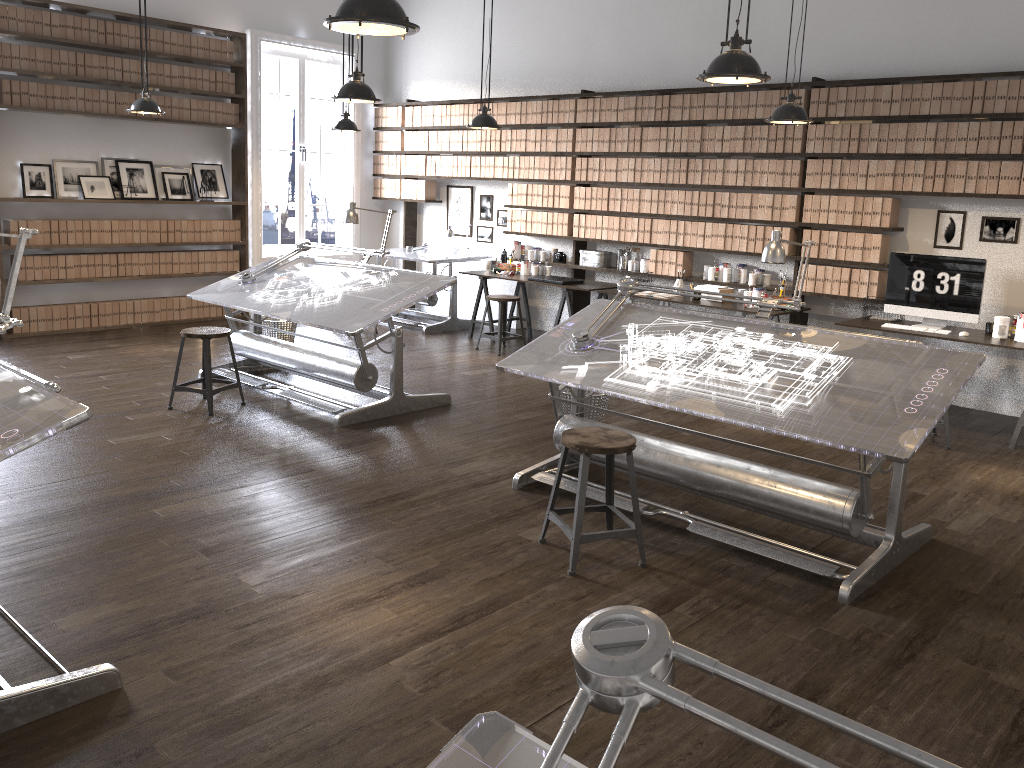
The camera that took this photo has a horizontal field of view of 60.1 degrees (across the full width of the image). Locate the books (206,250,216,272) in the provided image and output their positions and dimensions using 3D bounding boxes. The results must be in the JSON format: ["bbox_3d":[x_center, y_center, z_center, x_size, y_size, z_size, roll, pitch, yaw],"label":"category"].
[{"bbox_3d":[-3.250,-1.321,9.501,0.175,0.223,0.067,12,14,42],"label":"books"}]

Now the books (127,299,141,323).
[{"bbox_3d":[-3.832,-0.738,8.973,0.175,0.224,0.067,12,14,42],"label":"books"}]

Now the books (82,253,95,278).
[{"bbox_3d":[-4.111,-1.151,8.579,0.175,0.224,0.067,12,14,42],"label":"books"}]

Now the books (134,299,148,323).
[{"bbox_3d":[-3.784,-0.748,9.028,0.175,0.223,0.067,12,14,42],"label":"books"}]

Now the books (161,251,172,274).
[{"bbox_3d":[-3.579,-1.254,9.141,0.175,0.224,0.067,12,14,42],"label":"books"}]

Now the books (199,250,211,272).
[{"bbox_3d":[-3.292,-1.312,9.455,0.175,0.223,0.067,12,14,42],"label":"books"}]

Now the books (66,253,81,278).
[{"bbox_3d":[-4.201,-1.132,8.480,0.175,0.223,0.067,12,14,42],"label":"books"}]

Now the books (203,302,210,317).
[{"bbox_3d":[-3.325,-0.840,9.525,0.175,0.224,0.067,12,14,42],"label":"books"}]

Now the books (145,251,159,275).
[{"bbox_3d":[-3.677,-1.236,9.044,0.175,0.224,0.067,12,14,42],"label":"books"}]

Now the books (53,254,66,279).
[{"bbox_3d":[-4.291,-1.114,8.380,0.175,0.224,0.067,12,14,42],"label":"books"}]

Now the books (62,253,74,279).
[{"bbox_3d":[-4.243,-1.124,8.433,0.175,0.223,0.067,12,14,42],"label":"books"}]

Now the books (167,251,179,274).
[{"bbox_3d":[-3.530,-1.264,9.194,0.175,0.224,0.067,12,14,42],"label":"books"}]

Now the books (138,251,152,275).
[{"bbox_3d":[-3.725,-1.227,8.995,0.175,0.224,0.067,12,14,42],"label":"books"}]

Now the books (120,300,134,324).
[{"bbox_3d":[-3.884,-0.728,8.921,0.175,0.224,0.067,12,14,42],"label":"books"}]

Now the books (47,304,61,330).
[{"bbox_3d":[-4.359,-0.633,8.406,0.175,0.224,0.067,12,14,42],"label":"books"}]

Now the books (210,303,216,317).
[{"bbox_3d":[-3.274,-0.848,9.574,0.175,0.224,0.067,12,14,42],"label":"books"}]

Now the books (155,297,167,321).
[{"bbox_3d":[-3.652,-0.775,9.175,0.175,0.224,0.067,12,14,42],"label":"books"}]

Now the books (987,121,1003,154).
[{"bbox_3d":[3.391,-1.711,6.183,0.067,0.223,0.175,11,14,41],"label":"books"}]

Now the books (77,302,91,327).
[{"bbox_3d":[-4.173,-0.672,8.615,0.175,0.224,0.067,12,14,42],"label":"books"}]

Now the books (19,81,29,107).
[{"bbox_3d":[-4.401,-2.595,7.942,0.175,0.224,0.067,12,14,42],"label":"books"}]

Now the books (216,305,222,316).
[{"bbox_3d":[-3.229,-0.859,9.629,0.175,0.224,0.067,12,14,42],"label":"books"}]

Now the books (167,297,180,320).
[{"bbox_3d":[-3.553,-0.793,9.274,0.175,0.224,0.067,12,14,42],"label":"books"}]

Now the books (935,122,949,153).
[{"bbox_3d":[3.137,-1.773,6.415,0.067,0.224,0.175,11,14,41],"label":"books"}]

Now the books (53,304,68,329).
[{"bbox_3d":[-4.317,-0.643,8.460,0.175,0.224,0.067,12,14,42],"label":"books"}]

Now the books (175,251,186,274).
[{"bbox_3d":[-3.483,-1.274,9.249,0.175,0.224,0.067,12,14,42],"label":"books"}]

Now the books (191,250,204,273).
[{"bbox_3d":[-3.340,-1.302,9.400,0.175,0.224,0.067,12,14,42],"label":"books"}]

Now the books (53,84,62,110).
[{"bbox_3d":[-4.206,-2.631,8.141,0.175,0.224,0.067,12,14,42],"label":"books"}]

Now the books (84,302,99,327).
[{"bbox_3d":[-4.118,-0.681,8.666,0.175,0.224,0.067,12,14,42],"label":"books"}]

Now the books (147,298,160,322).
[{"bbox_3d":[-3.694,-0.765,9.120,0.175,0.224,0.067,12,14,42],"label":"books"}]

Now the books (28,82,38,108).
[{"bbox_3d":[-4.349,-2.603,7.990,0.175,0.224,0.067,12,14,42],"label":"books"}]

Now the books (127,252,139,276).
[{"bbox_3d":[-3.817,-1.207,8.886,0.175,0.224,0.067,12,14,42],"label":"books"}]

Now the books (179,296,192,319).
[{"bbox_3d":[-3.464,-0.812,9.374,0.175,0.223,0.067,12,14,42],"label":"books"}]

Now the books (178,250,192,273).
[{"bbox_3d":[-3.439,-1.284,9.302,0.175,0.224,0.067,12,14,42],"label":"books"}]

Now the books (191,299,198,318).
[{"bbox_3d":[-3.415,-0.820,9.420,0.175,0.224,0.067,12,14,42],"label":"books"}]

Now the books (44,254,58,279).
[{"bbox_3d":[-4.341,-1.105,8.331,0.175,0.224,0.067,12,14,42],"label":"books"}]

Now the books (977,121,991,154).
[{"bbox_3d":[3.342,-1.722,6.222,0.067,0.224,0.175,11,14,41],"label":"books"}]

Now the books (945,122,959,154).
[{"bbox_3d":[3.190,-1.761,6.370,0.067,0.224,0.175,11,14,41],"label":"books"}]

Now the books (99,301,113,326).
[{"bbox_3d":[-4.026,-0.700,8.770,0.175,0.223,0.067,12,14,42],"label":"books"}]

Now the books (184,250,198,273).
[{"bbox_3d":[-3.390,-1.293,9.352,0.175,0.224,0.067,12,14,42],"label":"books"}]

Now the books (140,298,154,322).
[{"bbox_3d":[-3.743,-0.757,9.074,0.175,0.223,0.067,12,14,42],"label":"books"}]

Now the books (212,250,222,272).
[{"bbox_3d":[-3.202,-1.329,9.547,0.175,0.224,0.067,12,14,42],"label":"books"}]

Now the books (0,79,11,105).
[{"bbox_3d":[-4.502,-2.574,7.833,0.175,0.223,0.067,12,14,42],"label":"books"}]

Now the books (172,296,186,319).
[{"bbox_3d":[-3.505,-0.803,9.328,0.175,0.223,0.067,12,14,42],"label":"books"}]

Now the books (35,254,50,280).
[{"bbox_3d":[-4.390,-1.096,8.281,0.175,0.224,0.067,12,14,42],"label":"books"}]

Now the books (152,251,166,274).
[{"bbox_3d":[-3.625,-1.246,9.098,0.175,0.223,0.067,12,14,42],"label":"books"}]

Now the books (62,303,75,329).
[{"bbox_3d":[-4.269,-0.653,8.511,0.175,0.224,0.067,12,14,42],"label":"books"}]

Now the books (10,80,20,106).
[{"bbox_3d":[-4.448,-2.584,7.883,0.175,0.224,0.067,12,14,42],"label":"books"}]

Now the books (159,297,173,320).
[{"bbox_3d":[-3.603,-0.784,9.225,0.175,0.224,0.067,12,14,42],"label":"books"}]

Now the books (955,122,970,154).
[{"bbox_3d":[3.238,-1.748,6.321,0.067,0.224,0.175,11,14,41],"label":"books"}]

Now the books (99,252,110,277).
[{"bbox_3d":[-4.012,-1.169,8.679,0.175,0.224,0.067,12,14,42],"label":"books"}]

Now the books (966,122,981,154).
[{"bbox_3d":[3.289,-1.735,6.270,0.067,0.224,0.175,11,14,41],"label":"books"}]

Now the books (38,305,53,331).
[{"bbox_3d":[-4.407,-0.625,8.361,0.175,0.223,0.067,12,14,42],"label":"books"}]

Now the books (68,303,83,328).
[{"bbox_3d":[-4.218,-0.661,8.560,0.175,0.224,0.067,12,14,42],"label":"books"}]

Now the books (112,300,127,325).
[{"bbox_3d":[-3.931,-0.718,8.866,0.175,0.224,0.067,12,14,42],"label":"books"}]

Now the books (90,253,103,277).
[{"bbox_3d":[-4.063,-1.160,8.631,0.175,0.224,0.067,12,14,42],"label":"books"}]

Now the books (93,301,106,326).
[{"bbox_3d":[-4.072,-0.692,8.724,0.175,0.223,0.067,12,14,42],"label":"books"}]

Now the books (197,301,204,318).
[{"bbox_3d":[-3.373,-0.830,9.473,0.175,0.224,0.067,12,14,42],"label":"books"}]

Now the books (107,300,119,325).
[{"bbox_3d":[-3.980,-0.708,8.813,0.175,0.224,0.067,12,14,42],"label":"books"}]
